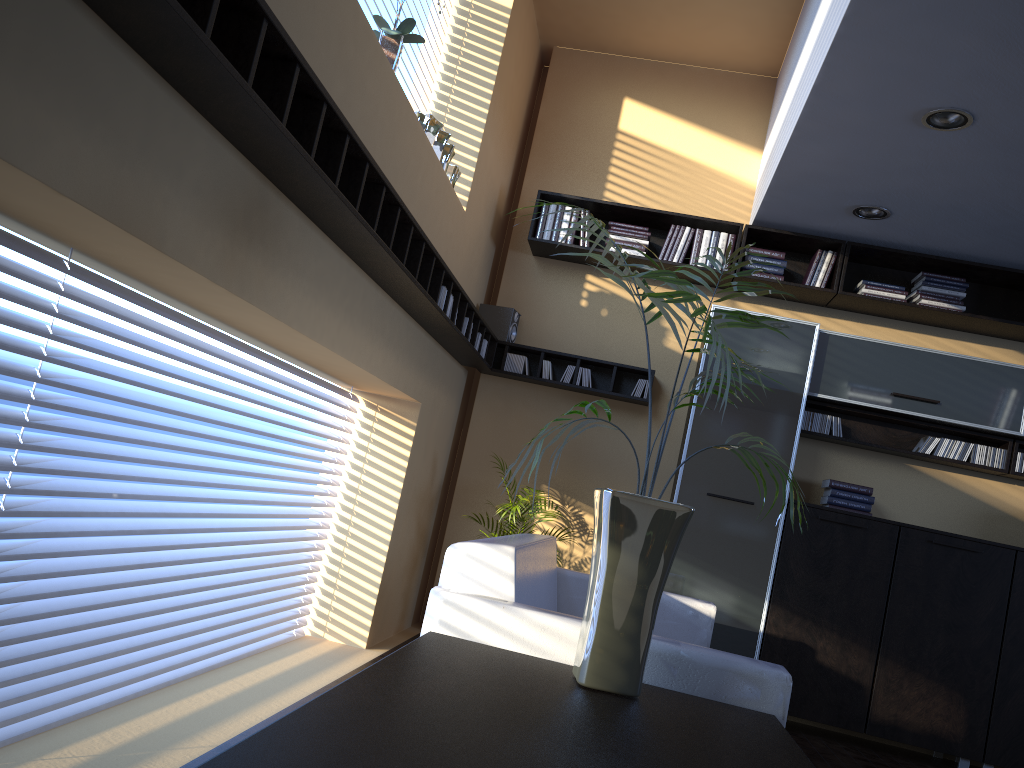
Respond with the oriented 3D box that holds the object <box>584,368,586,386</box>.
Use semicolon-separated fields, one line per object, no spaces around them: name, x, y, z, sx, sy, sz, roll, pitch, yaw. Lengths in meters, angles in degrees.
object;0.481;-0.033;5.831;0.030;0.119;0.142;11;-6;9

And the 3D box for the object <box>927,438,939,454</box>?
object;2.592;0.392;5.515;0.055;0.109;0.140;11;-7;9

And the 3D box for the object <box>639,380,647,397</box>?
object;0.850;0.041;5.776;0.030;0.119;0.142;11;-6;9

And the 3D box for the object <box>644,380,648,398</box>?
object;0.870;0.045;5.773;0.009;0.120;0.142;11;-6;9

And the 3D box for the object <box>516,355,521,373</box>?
object;0.050;-0.119;5.895;0.009;0.120;0.142;11;-6;9

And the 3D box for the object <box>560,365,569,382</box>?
object;0.353;-0.057;5.850;0.040;0.118;0.142;11;-6;9

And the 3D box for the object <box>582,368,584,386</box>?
object;0.471;-0.035;5.832;0.030;0.119;0.142;11;-6;9

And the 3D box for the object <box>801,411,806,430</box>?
object;1.837;0.238;5.630;0.009;0.120;0.142;12;-6;9

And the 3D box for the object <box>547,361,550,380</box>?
object;0.244;-0.080;5.866;0.030;0.119;0.142;11;-6;9

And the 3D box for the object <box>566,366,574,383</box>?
object;0.387;-0.051;5.845;0.030;0.119;0.142;11;-6;9

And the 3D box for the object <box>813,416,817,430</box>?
object;1.905;0.251;5.616;0.009;0.120;0.143;11;-6;9

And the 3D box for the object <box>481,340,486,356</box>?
object;-0.243;-0.230;5.520;0.142;0.120;0.009;11;-6;8

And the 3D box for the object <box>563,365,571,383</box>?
object;0.367;-0.055;5.848;0.030;0.119;0.142;11;-6;9

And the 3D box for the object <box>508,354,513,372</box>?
object;0.000;-0.129;5.903;0.009;0.120;0.142;11;-6;9

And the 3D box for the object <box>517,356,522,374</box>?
object;0.060;-0.117;5.894;0.009;0.120;0.142;11;-6;9

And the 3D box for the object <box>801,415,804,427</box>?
object;1.827;0.235;5.626;0.009;0.120;0.143;11;-6;9

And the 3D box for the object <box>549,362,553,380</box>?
object;0.259;-0.076;5.864;0.040;0.118;0.142;11;-6;9

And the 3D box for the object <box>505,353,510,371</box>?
object;-0.020;-0.133;5.906;0.009;0.120;0.142;11;-6;9

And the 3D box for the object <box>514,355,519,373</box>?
object;0.040;-0.121;5.897;0.009;0.120;0.142;11;-6;9

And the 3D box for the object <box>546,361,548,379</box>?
object;0.234;-0.082;5.868;0.030;0.119;0.142;11;-6;9

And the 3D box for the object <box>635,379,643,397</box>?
object;0.830;0.037;5.779;0.030;0.119;0.142;11;-6;9

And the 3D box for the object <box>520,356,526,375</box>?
object;0.080;-0.113;5.891;0.009;0.120;0.142;11;-6;9

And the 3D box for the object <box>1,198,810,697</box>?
object;-0.239;0.314;2.366;1.892;1.855;1.044;9;-7;28

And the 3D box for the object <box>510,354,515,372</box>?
object;0.010;-0.127;5.901;0.009;0.120;0.142;11;-6;9

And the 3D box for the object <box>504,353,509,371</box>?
object;-0.030;-0.135;5.907;0.009;0.120;0.142;11;-6;9

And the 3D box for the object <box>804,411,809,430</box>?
object;1.856;0.241;5.622;0.009;0.120;0.143;11;-6;9

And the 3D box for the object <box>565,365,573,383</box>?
object;0.377;-0.053;5.846;0.030;0.119;0.142;11;-6;9

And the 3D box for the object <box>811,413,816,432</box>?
object;1.895;0.249;5.616;0.009;0.120;0.142;12;-6;9

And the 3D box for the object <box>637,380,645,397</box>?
object;0.840;0.039;5.777;0.030;0.119;0.142;11;-6;9

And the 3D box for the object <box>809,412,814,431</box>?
object;1.885;0.247;5.619;0.009;0.120;0.142;12;-6;8

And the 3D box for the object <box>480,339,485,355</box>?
object;-0.249;-0.234;5.486;0.142;0.118;0.040;11;-6;8

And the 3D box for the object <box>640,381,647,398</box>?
object;0.851;0.041;5.776;0.030;0.123;0.142;11;-6;9

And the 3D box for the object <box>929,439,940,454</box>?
object;2.602;0.393;5.510;0.055;0.109;0.140;11;-7;9

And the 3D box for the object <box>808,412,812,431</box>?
object;1.876;0.245;5.620;0.006;0.118;0.140;12;-6;9

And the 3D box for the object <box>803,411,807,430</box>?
object;1.847;0.239;5.625;0.006;0.118;0.140;11;-6;9

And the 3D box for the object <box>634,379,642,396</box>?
object;0.820;0.035;5.780;0.030;0.119;0.142;11;-6;9

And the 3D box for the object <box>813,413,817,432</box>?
object;1.905;0.251;5.614;0.006;0.118;0.140;11;-6;9

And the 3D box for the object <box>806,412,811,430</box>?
object;1.866;0.244;5.626;0.009;0.120;0.142;12;-6;9

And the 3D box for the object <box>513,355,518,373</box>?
object;0.030;-0.123;5.898;0.009;0.120;0.142;11;-6;9

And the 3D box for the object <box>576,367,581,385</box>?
object;0.441;-0.041;5.837;0.009;0.120;0.142;11;-6;9

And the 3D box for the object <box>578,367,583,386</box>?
object;0.451;-0.039;5.835;0.009;0.120;0.142;11;-6;9

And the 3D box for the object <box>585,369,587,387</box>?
object;0.491;-0.031;5.829;0.030;0.119;0.142;11;-6;9

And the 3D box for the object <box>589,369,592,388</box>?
object;0.515;-0.025;5.826;0.040;0.118;0.142;11;-6;9

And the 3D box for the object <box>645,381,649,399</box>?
object;0.880;0.047;5.771;0.009;0.120;0.142;11;-6;9

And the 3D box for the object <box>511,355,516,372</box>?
object;0.020;-0.125;5.900;0.009;0.120;0.142;11;-6;9

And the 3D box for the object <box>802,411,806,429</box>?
object;1.837;0.237;5.626;0.006;0.118;0.140;12;-6;9

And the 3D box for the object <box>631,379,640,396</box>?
object;0.805;0.033;5.782;0.040;0.118;0.142;11;-6;9

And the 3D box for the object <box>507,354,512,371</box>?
object;-0.010;-0.131;5.904;0.009;0.120;0.142;11;-6;9

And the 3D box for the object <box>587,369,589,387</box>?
object;0.501;-0.029;5.828;0.030;0.119;0.142;11;-6;9

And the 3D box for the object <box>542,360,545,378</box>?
object;0.214;-0.086;5.871;0.030;0.119;0.142;11;-6;9

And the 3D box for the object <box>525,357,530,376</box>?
object;0.103;-0.107;5.887;0.040;0.118;0.142;11;-6;9

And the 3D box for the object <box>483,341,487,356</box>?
object;-0.239;-0.227;5.539;0.142;0.120;0.009;11;-6;8

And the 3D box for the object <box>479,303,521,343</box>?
object;-0.096;-0.394;5.958;0.254;0.229;0.159;10;-6;18

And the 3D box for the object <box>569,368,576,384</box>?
object;0.398;-0.049;5.843;0.030;0.123;0.142;11;-6;9

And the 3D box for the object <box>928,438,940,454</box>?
object;2.602;0.394;5.518;0.059;0.112;0.143;11;-7;9

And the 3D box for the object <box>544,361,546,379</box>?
object;0.224;-0.084;5.869;0.030;0.119;0.142;11;-6;9

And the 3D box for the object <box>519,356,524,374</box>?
object;0.070;-0.115;5.892;0.009;0.120;0.142;11;-6;9

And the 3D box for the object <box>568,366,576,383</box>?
object;0.397;-0.049;5.843;0.030;0.119;0.142;11;-6;9
